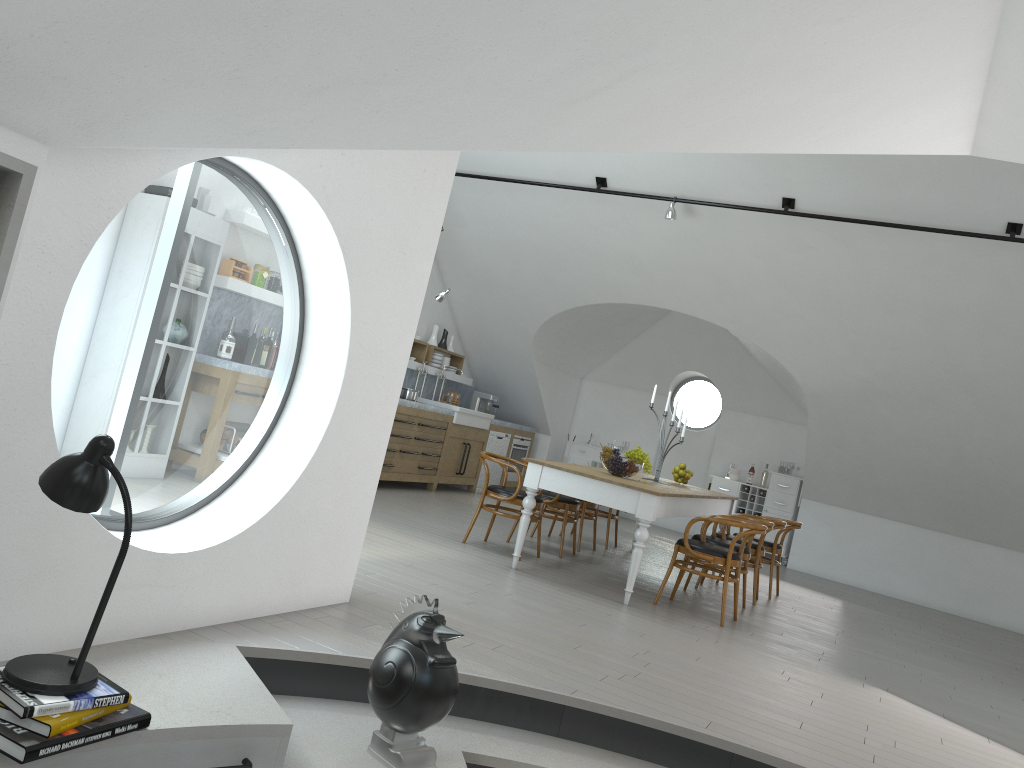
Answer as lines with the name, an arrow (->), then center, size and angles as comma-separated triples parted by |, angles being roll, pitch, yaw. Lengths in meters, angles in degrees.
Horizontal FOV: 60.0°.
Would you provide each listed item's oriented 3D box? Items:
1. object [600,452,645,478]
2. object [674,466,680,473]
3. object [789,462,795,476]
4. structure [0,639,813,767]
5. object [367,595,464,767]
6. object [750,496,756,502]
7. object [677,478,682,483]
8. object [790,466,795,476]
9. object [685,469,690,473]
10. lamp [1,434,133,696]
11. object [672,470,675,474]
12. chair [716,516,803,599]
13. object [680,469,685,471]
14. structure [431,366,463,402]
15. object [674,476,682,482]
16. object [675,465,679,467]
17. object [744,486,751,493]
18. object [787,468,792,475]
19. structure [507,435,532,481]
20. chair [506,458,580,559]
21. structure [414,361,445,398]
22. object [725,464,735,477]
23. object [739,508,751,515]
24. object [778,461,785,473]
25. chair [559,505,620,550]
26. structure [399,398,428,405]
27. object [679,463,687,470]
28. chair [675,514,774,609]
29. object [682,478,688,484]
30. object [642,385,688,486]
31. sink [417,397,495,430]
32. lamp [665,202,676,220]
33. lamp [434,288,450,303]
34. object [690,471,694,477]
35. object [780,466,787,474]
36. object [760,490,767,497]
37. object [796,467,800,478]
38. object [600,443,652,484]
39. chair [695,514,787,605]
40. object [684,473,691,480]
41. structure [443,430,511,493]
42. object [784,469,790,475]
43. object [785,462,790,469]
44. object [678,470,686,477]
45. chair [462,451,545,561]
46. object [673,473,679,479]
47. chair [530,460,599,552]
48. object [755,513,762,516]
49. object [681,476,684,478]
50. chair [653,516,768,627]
object -> 0.857, 0.656, 7.018 | 0.360, 0.160, 0.359 | 13, -2, 5
object -> 1.610, 0.839, 8.646 | 0.066, 0.071, 0.072 | 14, -3, -6
object -> 3.790, 1.159, 12.039 | 0.063, 0.187, 0.063 | 13, -3, 11
structure -> 0.303, 1.586, 1.379 | 4.697, 0.694, 4.714 | 14, -2, -20
object -> -0.341, 1.024, 3.103 | 0.320, 0.563, 0.320 | 14, -3, -2
object -> 3.283, 1.564, 12.026 | 0.085, 0.085, 0.329 | 12, -2, 24
object -> 1.633, 0.940, 8.615 | 0.050, 0.050, 0.051 | 12, -3, 28
object -> 3.758, 1.166, 11.883 | 0.046, 0.143, 0.046 | 11, -4, 36
object -> 1.709, 0.854, 8.639 | 0.058, 0.057, 0.053 | 11, -4, 39
lamp -> -1.168, 0.462, 2.392 | 0.323, 0.661, 0.232 | 11, -4, 40
object -> 1.600, 0.868, 8.703 | 0.062, 0.060, 0.062 | 12, -3, 29
chair -> 2.347, 1.590, 8.348 | 0.623, 0.736, 0.525 | 12, -3, 27
object -> 1.665, 0.854, 8.692 | 0.053, 0.051, 0.052 | 14, -3, -4
structure -> -0.828, 0.048, 11.361 | 0.333, 0.531, 0.213 | 13, -3, 5
object -> 1.623, 0.925, 8.682 | 0.080, 0.074, 0.078 | 15, -3, -20
object -> 1.633, 0.831, 8.730 | 0.062, 0.060, 0.062 | 12, -3, 25
object -> 3.216, 1.435, 12.069 | 0.093, 0.094, 0.357 | 12, -2, 25
object -> 3.738, 1.189, 11.978 | 0.071, 0.099, 0.071 | 12, -4, 33
structure -> -0.176, 0.984, 12.464 | 0.632, 0.637, 0.630 | 12, -3, 25
chair -> 0.294, 1.075, 7.784 | 0.623, 0.736, 0.525 | 12, -3, 21
structure -> -1.020, -0.014, 10.918 | 0.333, 0.531, 0.213 | 13, -3, 5
object -> 3.063, 1.211, 12.427 | 0.116, 0.209, 0.065 | 12, -4, 27
object -> 3.173, 1.739, 12.041 | 0.156, 0.085, 0.330 | 12, -2, 26
object -> 3.629, 1.125, 11.942 | 0.048, 0.170, 0.048 | 16, -4, -33
chair -> 0.820, 1.248, 9.121 | 0.623, 0.736, 0.525 | 12, -3, 21
structure -> -1.355, 0.149, 9.829 | 0.649, 0.041, 0.734 | 13, -2, 25
object -> 1.668, 0.804, 8.657 | 0.072, 0.074, 0.072 | 12, -3, 25
chair -> 1.702, 1.389, 7.069 | 0.623, 0.736, 0.525 | 12, -3, 25
object -> 1.690, 0.947, 8.657 | 0.063, 0.063, 0.063 | 12, -3, 36
object -> 1.368, 0.442, 7.904 | 0.265, 0.876, 0.774 | 14, -3, -2
sink -> -0.759, 0.362, 10.970 | 0.729, 0.202, 1.017 | 13, -2, 24
lamp -> 1.568, -1.692, 8.680 | 0.112, 0.175, 0.114 | 14, -3, -13
lamp -> -0.771, -0.982, 9.804 | 0.169, 0.177, 0.112 | 13, -3, 17
object -> 1.745, 0.881, 8.676 | 0.063, 0.063, 0.062 | 14, -3, -13
object -> 3.624, 1.154, 11.859 | 0.081, 0.105, 0.082 | 15, -3, -27
object -> 3.397, 1.480, 11.975 | 0.088, 0.085, 0.358 | 12, -2, 24
object -> 3.829, 1.183, 11.885 | 0.046, 0.143, 0.046 | 11, -4, 36
object -> 0.888, 0.598, 6.999 | 0.393, 0.285, 0.292 | 14, -3, -11
chair -> 2.002, 1.485, 7.722 | 0.622, 0.736, 0.525 | 13, -3, 20
object -> 1.701, 0.898, 8.603 | 0.071, 0.072, 0.070 | 14, -3, -11
structure -> -0.499, 0.980, 11.774 | 0.600, 0.824, 0.721 | 12, -3, 24
object -> 3.680, 1.180, 11.919 | 0.077, 0.085, 0.077 | 12, -3, 32
object -> 3.727, 1.148, 12.047 | 0.054, 0.179, 0.054 | 12, -4, 19
object -> 1.649, 0.864, 8.587 | 0.071, 0.064, 0.072 | 13, -3, 18
chair -> -0.045, 0.971, 7.152 | 0.623, 0.736, 0.525 | 12, -3, 24
object -> 1.597, 0.891, 8.618 | 0.060, 0.056, 0.059 | 13, -3, 19
chair -> 0.527, 1.155, 8.469 | 0.623, 0.736, 0.525 | 12, -3, 28
object -> 3.324, 1.776, 11.962 | 0.081, 0.081, 0.357 | 12, -2, 22
object -> 1.697, 0.894, 8.711 | 0.076, 0.076, 0.077 | 14, -3, -9
chair -> 1.452, 1.306, 6.393 | 0.623, 0.736, 0.525 | 12, -3, 28
